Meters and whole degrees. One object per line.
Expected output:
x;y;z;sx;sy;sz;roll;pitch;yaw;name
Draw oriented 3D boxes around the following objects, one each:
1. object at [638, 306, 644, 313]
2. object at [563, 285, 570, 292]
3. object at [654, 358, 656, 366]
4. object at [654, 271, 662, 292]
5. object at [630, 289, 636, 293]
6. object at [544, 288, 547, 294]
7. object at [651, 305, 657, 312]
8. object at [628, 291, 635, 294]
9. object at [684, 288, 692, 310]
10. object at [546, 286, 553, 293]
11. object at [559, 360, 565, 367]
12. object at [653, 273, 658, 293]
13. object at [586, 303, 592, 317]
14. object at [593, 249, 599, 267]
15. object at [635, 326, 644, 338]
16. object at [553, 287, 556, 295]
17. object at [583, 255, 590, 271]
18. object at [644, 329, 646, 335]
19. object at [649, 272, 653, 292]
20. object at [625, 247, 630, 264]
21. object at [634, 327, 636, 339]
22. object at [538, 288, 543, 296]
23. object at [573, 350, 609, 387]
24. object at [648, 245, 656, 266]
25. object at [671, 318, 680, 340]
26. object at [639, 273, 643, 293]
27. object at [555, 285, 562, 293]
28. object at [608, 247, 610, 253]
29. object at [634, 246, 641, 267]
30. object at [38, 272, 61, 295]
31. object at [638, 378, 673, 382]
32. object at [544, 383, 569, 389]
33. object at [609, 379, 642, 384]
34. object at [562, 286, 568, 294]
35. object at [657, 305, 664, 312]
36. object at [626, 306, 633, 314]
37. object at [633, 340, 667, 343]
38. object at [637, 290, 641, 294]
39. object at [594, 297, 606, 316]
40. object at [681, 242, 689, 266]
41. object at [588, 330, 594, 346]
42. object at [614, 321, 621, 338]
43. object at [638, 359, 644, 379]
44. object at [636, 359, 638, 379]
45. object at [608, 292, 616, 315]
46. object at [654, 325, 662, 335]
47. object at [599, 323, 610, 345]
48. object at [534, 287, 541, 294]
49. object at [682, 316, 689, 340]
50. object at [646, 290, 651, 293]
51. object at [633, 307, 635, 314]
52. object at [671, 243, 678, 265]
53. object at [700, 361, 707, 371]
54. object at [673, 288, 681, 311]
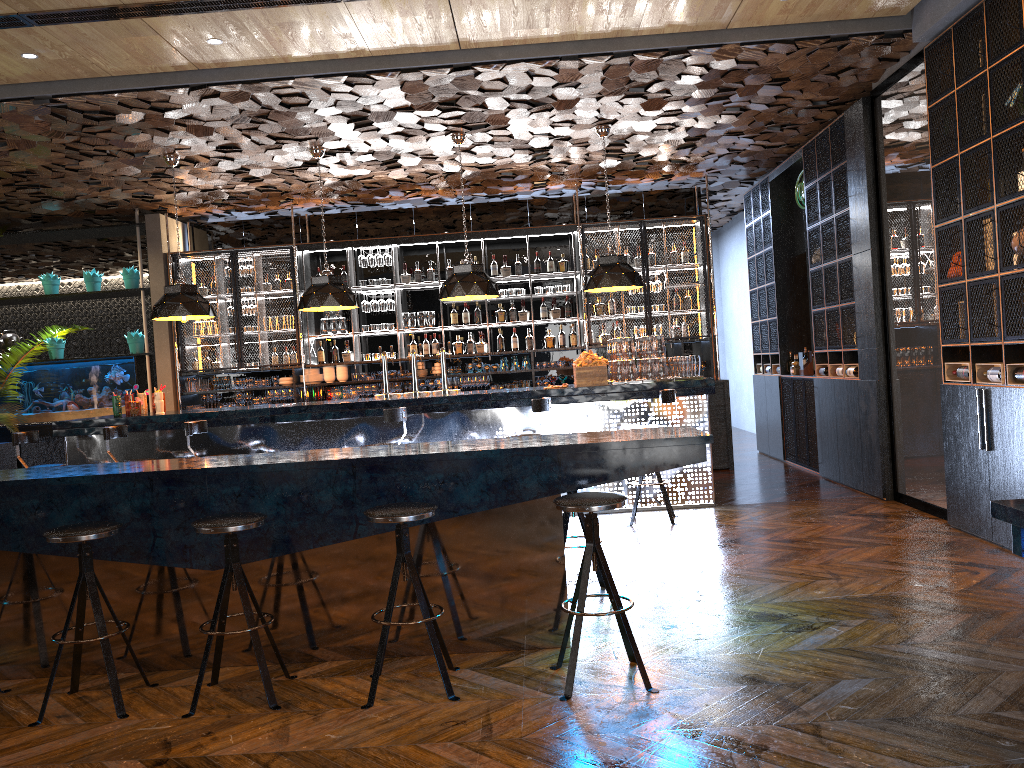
1.625;-0.929;11.121;0.089;0.092;0.089;-4;1;2;object
0.687;-1.191;11.103;0.089;0.092;0.089;-4;1;-13;object
1.378;-0.147;8.601;0.105;0.209;0.105;-3;1;27;object
1.814;-1.276;11.043;0.092;0.244;0.092;-4;1;-4;object
1.502;-1.255;11.052;0.092;0.244;0.092;-4;1;-4;object
0.454;-1.180;11.285;0.089;0.092;0.089;-4;1;-13;object
1.766;-0.937;11.056;0.089;0.092;0.089;-4;1;-14;object
1.506;-1.259;11.217;0.092;0.244;0.092;-4;1;-4;object
2.206;-1.061;11.129;0.083;0.282;0.083;-4;1;12;object
0.472;-1.178;11.141;0.089;0.092;0.089;-4;1;1;object
0.617;-0.248;10.991;0.084;0.082;0.084;-4;1;-16;object
1.818;-1.280;11.208;0.092;0.244;0.092;-4;1;-4;object
0.951;-0.978;11.164;0.083;0.282;0.083;-4;1;-13;object
1.077;-1.555;11.134;0.123;0.279;0.123;-4;1;10;object
1.596;-0.617;11.065;0.105;0.209;0.105;-4;1;-13;object
0.559;-1.186;11.258;0.089;0.092;0.089;-4;1;-13;object
0.930;-1.556;11.158;0.086;0.299;0.086;-5;2;-40;object
1.718;-0.627;11.124;0.105;0.209;0.105;-4;1;-13;object
1.710;-1.269;11.046;0.092;0.244;0.092;-4;1;-4;object
1.439;-1.583;11.138;0.083;0.282;0.083;-4;1;2;object
1.592;-0.619;11.180;0.105;0.209;0.105;-4;1;-13;object
0.355;-1.172;11.254;0.089;0.092;0.089;-5;2;-44;object
0.740;-0.153;8.270;0.340;0.332;0.464;-4;1;5;object
1.752;-1.604;11.129;0.083;0.282;0.083;-4;1;-13;object
2.054;-0.687;11.142;0.083;0.282;0.083;-4;1;-13;object
1.612;-1.263;11.049;0.092;0.244;0.092;-4;1;-4;object
0.586;-1.185;11.099;0.089;0.092;0.089;-3;2;41;object
1.227;-1.576;11.147;0.086;0.297;0.086;-5;2;-40;object
1.595;-1.591;11.135;0.123;0.279;0.123;-4;1;5;object
-5.860;-1.266;11.255;0.265;0.325;0.245;-5;1;-34;object
1.339;-0.040;8.282;0.273;0.019;0.437;-4;1;2;object
0.398;0.024;8.187;0.198;0.045;0.377;-3;2;40;object
1.057;-0.022;8.281;0.273;0.019;0.437;-4;1;2;object
0.668;-1.193;11.267;0.089;0.092;0.089;-3;2;41;object
1.866;-0.944;11.098;0.089;0.092;0.089;-4;1;-14;object
1.471;-0.917;11.068;0.089;0.092;0.089;-4;1;-14;object
1.720;-0.531;11.099;0.437;0.019;0.273;-4;1;2;object
1.616;-1.266;11.214;0.092;0.244;0.092;-4;1;-4;object
1.105;-0.970;11.160;0.151;0.248;0.094;-4;1;11;object
2.173;-1.640;11.144;0.086;0.298;0.086;-5;1;-35;object
0.980;-0.624;11.179;0.086;0.298;0.086;-5;2;-40;object
1.330;-0.648;11.165;0.086;0.299;0.086;-5;2;-40;object
1.267;-0.139;8.591;0.105;0.209;0.105;-3;1;27;object
1.285;-0.145;8.824;0.105;0.209;0.105;-3;1;27;object
1.258;-1.005;11.169;0.086;0.298;0.086;-5;2;-40;object
1.825;-0.633;11.062;0.105;0.209;0.105;-4;1;-13;object
1.161;-0.625;11.153;0.123;0.279;0.123;-4;1;-9;object
0.327;-1.168;11.115;0.089;0.092;0.089;-4;1;-13;object
2.178;-0.702;11.152;0.086;0.298;0.086;-5;2;-40;object
1.715;-1.273;11.211;0.092;0.244;0.092;-4;1;-4;object
1.511;-0.922;11.168;0.089;0.092;0.089;-5;1;-32;object
2.033;-1.622;11.121;0.083;0.282;0.083;-3;1;17;object
2.361;-0.166;10.968;0.101;0.227;0.101;-4;1;-21;object
2.069;-1.061;11.136;0.086;0.299;0.086;-5;2;-40;object
